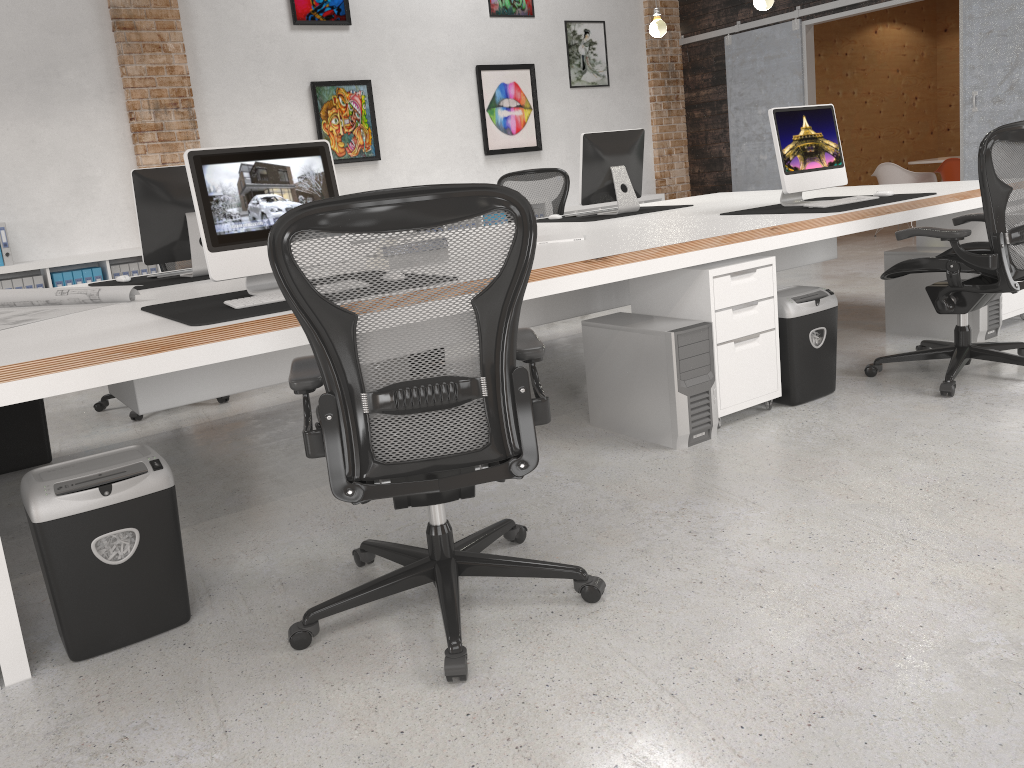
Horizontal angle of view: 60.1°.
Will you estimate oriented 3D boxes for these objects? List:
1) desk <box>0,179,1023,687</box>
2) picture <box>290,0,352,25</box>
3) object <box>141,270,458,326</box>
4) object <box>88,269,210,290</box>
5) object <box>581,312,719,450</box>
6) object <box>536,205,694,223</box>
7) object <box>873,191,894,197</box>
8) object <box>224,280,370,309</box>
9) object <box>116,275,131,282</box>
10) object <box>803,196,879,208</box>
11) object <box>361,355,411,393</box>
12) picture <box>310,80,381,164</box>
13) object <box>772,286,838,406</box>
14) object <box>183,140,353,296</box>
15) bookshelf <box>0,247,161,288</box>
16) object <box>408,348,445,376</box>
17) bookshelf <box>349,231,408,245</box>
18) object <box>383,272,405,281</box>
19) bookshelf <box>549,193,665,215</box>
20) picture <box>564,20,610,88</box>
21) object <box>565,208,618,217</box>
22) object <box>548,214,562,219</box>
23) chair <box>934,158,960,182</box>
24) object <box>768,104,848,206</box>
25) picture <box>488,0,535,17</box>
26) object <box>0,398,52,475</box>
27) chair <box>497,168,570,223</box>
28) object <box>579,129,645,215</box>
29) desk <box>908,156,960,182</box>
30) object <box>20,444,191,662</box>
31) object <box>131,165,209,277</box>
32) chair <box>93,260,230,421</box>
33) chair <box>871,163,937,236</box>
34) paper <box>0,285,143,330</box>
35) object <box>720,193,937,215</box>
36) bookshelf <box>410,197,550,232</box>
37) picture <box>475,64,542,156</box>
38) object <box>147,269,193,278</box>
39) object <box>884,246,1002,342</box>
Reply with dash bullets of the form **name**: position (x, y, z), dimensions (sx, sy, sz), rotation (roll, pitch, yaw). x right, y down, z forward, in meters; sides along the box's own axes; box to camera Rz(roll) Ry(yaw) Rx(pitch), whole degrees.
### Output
- **desk**: position (0.171, -0.354, 4.399), dimensions (5.137, 0.762, 2.323), rotation (-15, 16, -33)
- **picture**: position (-1.640, -3.358, 7.455), dimensions (0.527, 0.646, 0.042), rotation (-14, 13, -33)
- **object**: position (-0.697, -0.294, 2.882), dimensions (0.853, 0.008, 0.690), rotation (-15, 16, -33)
- **object**: position (-1.437, -0.507, 4.077), dimensions (0.853, 0.008, 0.690), rotation (-15, 16, -34)
- **object**: position (0.552, -0.028, 3.565), dimensions (0.222, 0.450, 0.544), rotation (-13, 14, -33)
- **object**: position (0.580, -1.041, 5.423), dimensions (0.853, 0.008, 0.690), rotation (-15, 16, -34)
- **object**: position (1.865, -0.957, 4.450), dimensions (0.059, 0.028, 0.107), rotation (-15, 16, -34)
- **object**: position (-0.667, -0.283, 2.770), dimensions (0.441, 0.017, 0.119), rotation (-15, 16, -33)
- **object**: position (-1.753, -0.476, 3.999), dimensions (0.059, 0.028, 0.107), rotation (-14, 16, -31)
- **object**: position (1.594, -0.881, 4.279), dimensions (0.441, 0.017, 0.119), rotation (-15, 16, -33)
- **object**: position (-0.796, -0.199, 4.837), dimensions (0.222, 0.450, 0.546), rotation (-13, 14, -33)
- **picture**: position (-1.445, -2.280, 7.714), dimensions (0.563, 0.690, 0.045), rotation (-14, 13, -33)
- **object**: position (1.228, -0.172, 3.842), dimensions (0.340, 0.461, 0.251), rotation (-14, 14, -33)
- **object**: position (-0.795, -0.545, 2.922), dimensions (0.486, 0.480, 0.190), rotation (-14, 14, -33)
- **bookshelf**: position (-3.316, -0.497, 6.404), dimensions (1.552, 0.792, 0.402), rotation (-14, 14, -33)
- **object**: position (-0.589, -0.300, 5.142), dimensions (0.340, 0.461, 0.251), rotation (-14, 14, -33)
- **bookshelf**: position (-1.622, -0.888, 7.542), dimensions (1.552, 0.678, 0.402), rotation (-15, 14, -33)
- **object**: position (-0.396, -0.359, 2.942), dimensions (0.059, 0.028, 0.107), rotation (-15, 16, -34)
- **bookshelf**: position (0.913, -1.559, 9.233), dimensions (1.552, 0.678, 0.402), rotation (-15, 14, -33)
- **picture**: position (0.780, -3.408, 9.155), dimensions (0.535, 0.656, 0.018), rotation (-14, 13, -33)
- **object**: position (0.535, -1.073, 5.519), dimensions (0.441, 0.017, 0.119), rotation (-15, 16, -33)
- **object**: position (0.263, -1.009, 5.345), dimensions (0.059, 0.028, 0.107), rotation (-14, 16, -31)
- **chair**: position (4.539, -1.877, 8.813), dimensions (0.584, 0.770, 0.620), rotation (-15, 15, -38)
- **object**: position (1.465, -1.143, 4.431), dimensions (0.486, 0.480, 0.190), rotation (-14, 14, -33)
- **picture**: position (-0.028, -3.881, 8.533), dimensions (0.535, 0.656, 0.018), rotation (-14, 13, -33)
- **object**: position (-2.299, 0.152, 4.001), dimensions (0.340, 0.461, 0.251), rotation (-14, 14, -33)
- **chair**: position (0.161, -1.066, 6.676), dimensions (0.770, 1.075, 0.800), rotation (-5, 12, 5)
- **object**: position (0.617, -1.262, 5.279), dimensions (0.486, 0.480, 0.190), rotation (-14, 14, -33)
- **desk**: position (5.305, -2.070, 9.382), dimensions (1.003, 0.724, 2.009), rotation (-14, 15, -32)
- **object**: position (-1.052, 0.431, 2.321), dimensions (0.340, 0.461, 0.251), rotation (-14, 14, -33)
- **object**: position (-1.399, -0.728, 3.934), dimensions (0.486, 0.480, 0.190), rotation (-14, 14, -33)
- **chair**: position (-1.963, -0.427, 4.940), dimensions (0.770, 1.075, 0.800), rotation (0, 13, 25)
- **chair**: position (4.138, -1.975, 9.390), dimensions (0.584, 0.770, 0.620), rotation (-15, 15, -38)
- **paper**: position (-1.922, -0.221, 2.955), dimensions (0.975, 0.104, 1.086), rotation (-1, 14, 20)
- **object**: position (1.563, -0.892, 4.391), dimensions (0.853, 0.008, 0.690), rotation (-15, 16, -34)
- **bookshelf**: position (-0.355, -1.281, 8.380), dimensions (1.552, 0.792, 0.402), rotation (-14, 14, -33)
- **picture**: position (-0.027, -2.684, 8.657), dimensions (0.680, 0.834, 0.054), rotation (-14, 13, -33)
- **object**: position (-1.481, -0.540, 4.174), dimensions (0.441, 0.017, 0.119), rotation (-15, 16, -33)
- **object**: position (2.302, -0.491, 4.732), dimensions (0.222, 0.450, 0.544), rotation (-13, 14, -33)
